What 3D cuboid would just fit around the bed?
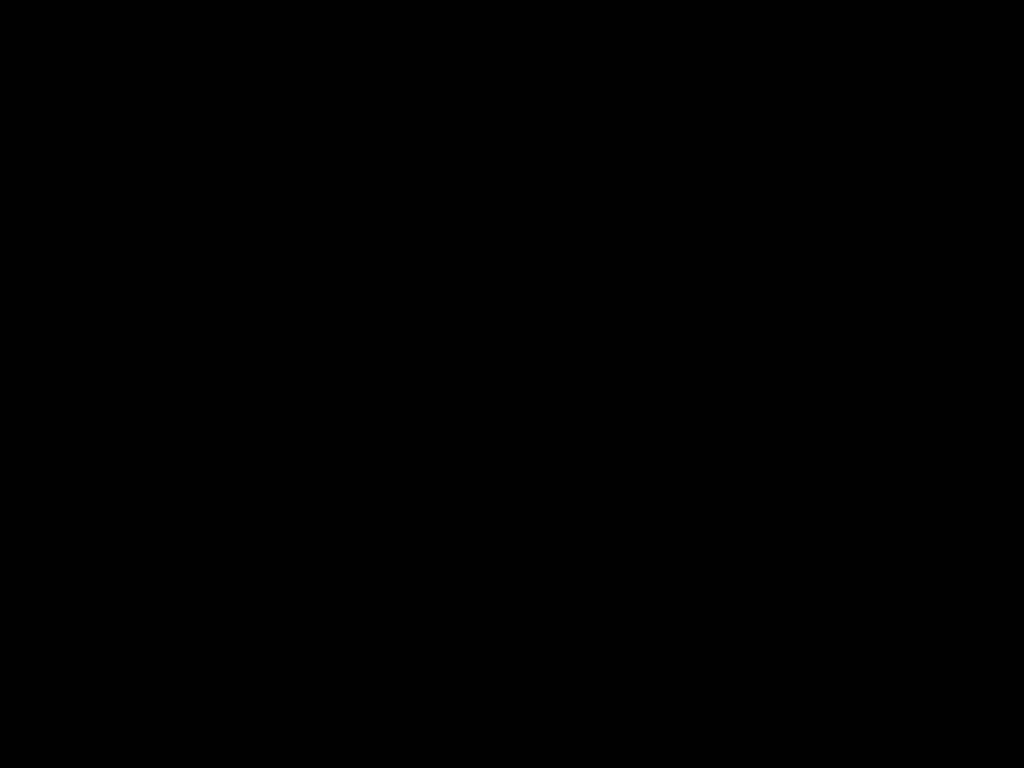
[{"bbox_3d":[0.242,-0.394,1.368,2.087,0.994,3.009,-2,6,-7],"label":"bed"}]
